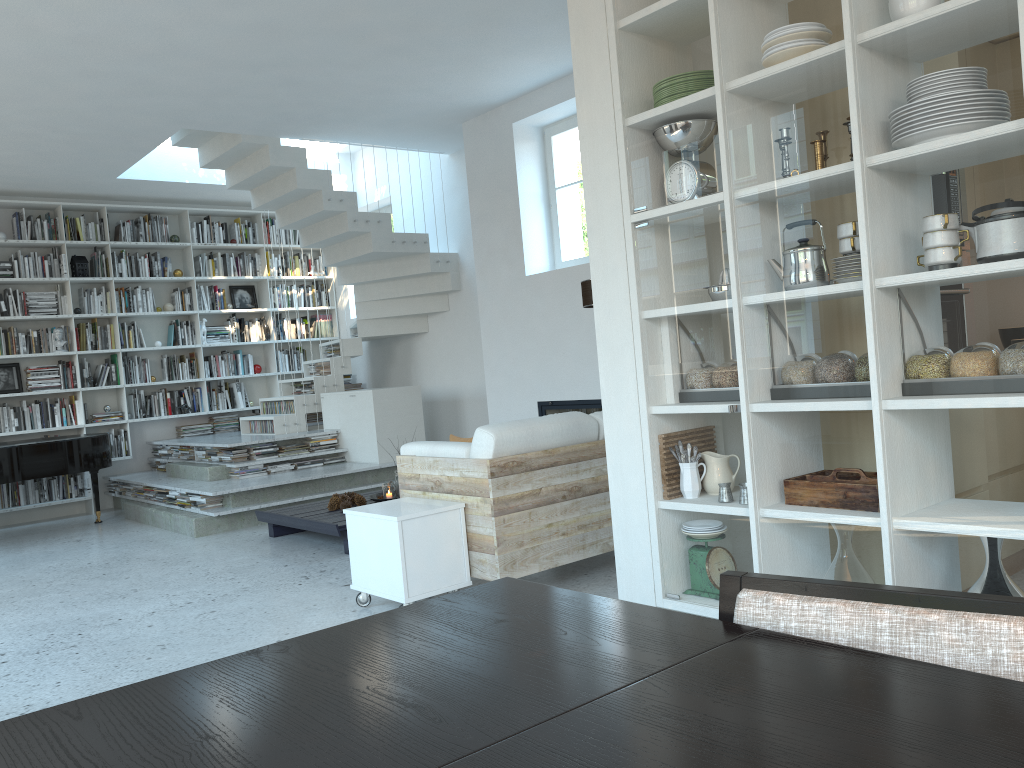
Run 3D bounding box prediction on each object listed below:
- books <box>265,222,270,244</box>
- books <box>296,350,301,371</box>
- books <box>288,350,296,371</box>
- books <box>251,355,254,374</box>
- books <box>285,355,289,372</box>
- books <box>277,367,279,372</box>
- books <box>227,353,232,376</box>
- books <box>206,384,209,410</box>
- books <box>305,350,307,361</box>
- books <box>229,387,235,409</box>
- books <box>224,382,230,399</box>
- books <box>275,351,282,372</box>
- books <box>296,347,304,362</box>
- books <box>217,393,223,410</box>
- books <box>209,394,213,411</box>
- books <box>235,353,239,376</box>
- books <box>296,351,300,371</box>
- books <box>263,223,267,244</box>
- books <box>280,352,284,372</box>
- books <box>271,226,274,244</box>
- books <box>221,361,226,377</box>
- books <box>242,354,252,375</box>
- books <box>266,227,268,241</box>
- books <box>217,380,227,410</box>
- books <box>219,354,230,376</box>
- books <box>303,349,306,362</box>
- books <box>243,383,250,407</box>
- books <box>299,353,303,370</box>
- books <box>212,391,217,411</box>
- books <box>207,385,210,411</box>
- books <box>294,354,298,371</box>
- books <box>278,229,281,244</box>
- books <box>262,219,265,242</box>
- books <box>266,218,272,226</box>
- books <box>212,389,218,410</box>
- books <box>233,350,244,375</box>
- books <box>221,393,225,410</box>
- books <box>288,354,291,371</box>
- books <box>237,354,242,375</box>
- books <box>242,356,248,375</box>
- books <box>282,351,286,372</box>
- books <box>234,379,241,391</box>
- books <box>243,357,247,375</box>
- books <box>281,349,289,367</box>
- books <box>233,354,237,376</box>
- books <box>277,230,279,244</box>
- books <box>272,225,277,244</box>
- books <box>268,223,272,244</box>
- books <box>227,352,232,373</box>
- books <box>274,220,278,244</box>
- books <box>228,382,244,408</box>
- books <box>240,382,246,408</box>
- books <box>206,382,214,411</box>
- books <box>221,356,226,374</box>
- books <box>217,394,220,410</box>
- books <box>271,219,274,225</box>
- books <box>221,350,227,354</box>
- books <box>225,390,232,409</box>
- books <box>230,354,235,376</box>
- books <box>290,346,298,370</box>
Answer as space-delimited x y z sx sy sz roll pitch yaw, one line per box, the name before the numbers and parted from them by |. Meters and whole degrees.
books | -2.874 -1.742 10.361 0.013 0.286 0.150 -7 2 -39
books | -2.573 -0.275 10.580 0.027 0.242 0.131 -7 2 -39
books | -2.623 -0.271 10.490 0.027 0.248 0.184 -7 2 -39
books | -3.018 -0.216 10.189 0.027 0.223 0.170 -7 2 -39
books | -2.689 -0.241 10.453 0.029 0.201 0.172 -7 2 -39
books | -2.807 -0.266 10.371 0.085 0.278 0.159 -7 2 -39
books | -3.215 -0.214 10.003 0.012 0.262 0.186 -7 2 -39
books | -3.414 0.137 9.857 0.014 0.337 0.132 -7 3 -39
books | -2.499 -0.281 10.625 0.013 0.240 0.166 -7 2 -39
books | -3.195 0.163 10.031 0.031 0.239 0.171 -7 2 -39
books | -3.225 0.133 10.032 0.010 0.304 0.131 -7 2 -39
books | -2.754 -0.259 10.395 0.024 0.252 0.175 -7 2 -39
books | -2.532 -0.300 10.589 0.011 0.285 0.161 -7 2 -39
books | -3.298 0.199 9.955 0.030 0.188 0.140 -7 2 -39
books | -3.388 0.196 9.895 0.033 0.213 0.140 -7 2 -39
books | -3.157 -0.217 10.089 0.012 0.254 0.161 -7 2 -39
books | -2.578 -0.268 10.554 0.014 0.230 0.172 -7 2 -39
books | -2.909 -1.732 10.337 0.022 0.275 0.160 -7 2 -39
books | -2.735 -0.253 10.420 0.037 0.236 0.153 -7 2 -39
books | -2.843 -1.716 10.373 0.022 0.229 0.175 -7 2 -39
books | -3.273 -0.168 9.965 0.027 0.182 0.186 -7 2 -39
books | -3.038 -0.220 10.172 0.025 0.235 0.181 -7 2 -39
books | -2.895 -1.708 10.361 0.025 0.223 0.137 -7 2 -39
books | -3.262 0.123 9.974 0.014 0.333 0.169 -7 2 -39
books | -3.237 -0.208 9.979 0.028 0.255 0.191 -7 2 -39
books | -2.512 -0.287 10.620 0.012 0.254 0.161 -7 2 -39
books | -3.064 0.131 10.143 0.062 0.274 0.148 -7 2 -39
books | -2.535 -0.259 10.574 0.021 0.205 0.174 -7 2 -39
books | -3.349 0.192 9.911 0.023 0.214 0.163 -7 2 -39
books | -3.402 0.161 9.870 0.015 0.287 0.138 -7 2 -39
books | -2.607 -0.250 10.538 0.027 0.201 0.164 -7 2 -39
books | -2.781 -1.746 10.448 0.027 0.275 0.148 -7 2 -39
books | -2.922 -1.750 10.309 0.011 0.313 0.172 -7 2 -39
books | -2.847 -1.767 10.399 0.014 0.331 0.143 -7 2 -39
books | -3.329 0.175 9.914 0.015 0.243 0.156 -7 2 -39
books | -3.112 -0.240 10.098 0.026 0.290 0.181 -7 2 -39
books | -3.272 0.198 9.967 0.024 0.185 0.149 -7 2 -39
books | -2.657 -0.248 10.494 0.025 0.208 0.149 -7 2 -39
books | -3.127 -0.215 10.081 0.023 0.244 0.189 -7 2 -39
books | -3.067 -0.209 10.159 0.037 0.219 0.139 -7 2 -39
books | -2.713 -0.259 10.440 0.022 0.242 0.151 -7 2 -39
books | -3.122 0.111 10.112 0.012 0.326 0.136 -7 2 -39
books | -3.081 -0.198 10.127 0.030 0.201 0.189 -7 2 -39
books | -2.683 -0.275 10.483 0.024 0.267 0.133 -7 2 -39
books | -3.170 -0.213 10.045 0.014 0.249 0.177 -7 2 -39
books | -2.795 -1.737 10.435 0.014 0.260 0.167 -7 2 -39
books | -2.821 -1.726 10.401 0.023 0.244 0.182 -7 2 -39
books | -2.855 -1.734 10.359 0.012 0.269 0.184 -7 2 -39
books | -3.211 -0.220 10.032 0.011 0.272 0.152 -7 2 -39
books | -2.802 -1.759 10.419 0.012 0.306 0.184 -7 2 -39
books | -3.130 0.131 10.031 0.075 0.291 0.255 -7 2 -39
books | -3.092 0.127 10.108 0.025 0.287 0.160 -7 2 -39
books | -3.375 0.137 9.906 0.013 0.327 0.130 -7 3 -39
books | -3.266 -0.193 9.984 0.012 0.229 0.179 -7 2 -39
books | -3.320 0.191 9.936 0.025 0.210 0.137 -7 2 -39
books | -2.821 -1.768 10.423 0.012 0.326 0.151 -7 2 -39
books | -3.237 -0.231 10.008 0.013 0.299 0.147 -7 2 -39
books | -3.231 0.178 9.997 0.052 0.217 0.184 -7 2 -39
books | -3.198 -0.209 10.047 0.026 0.246 0.165 -7 2 -39
books | -2.595 -0.299 10.549 0.013 0.297 0.141 -7 2 -39
